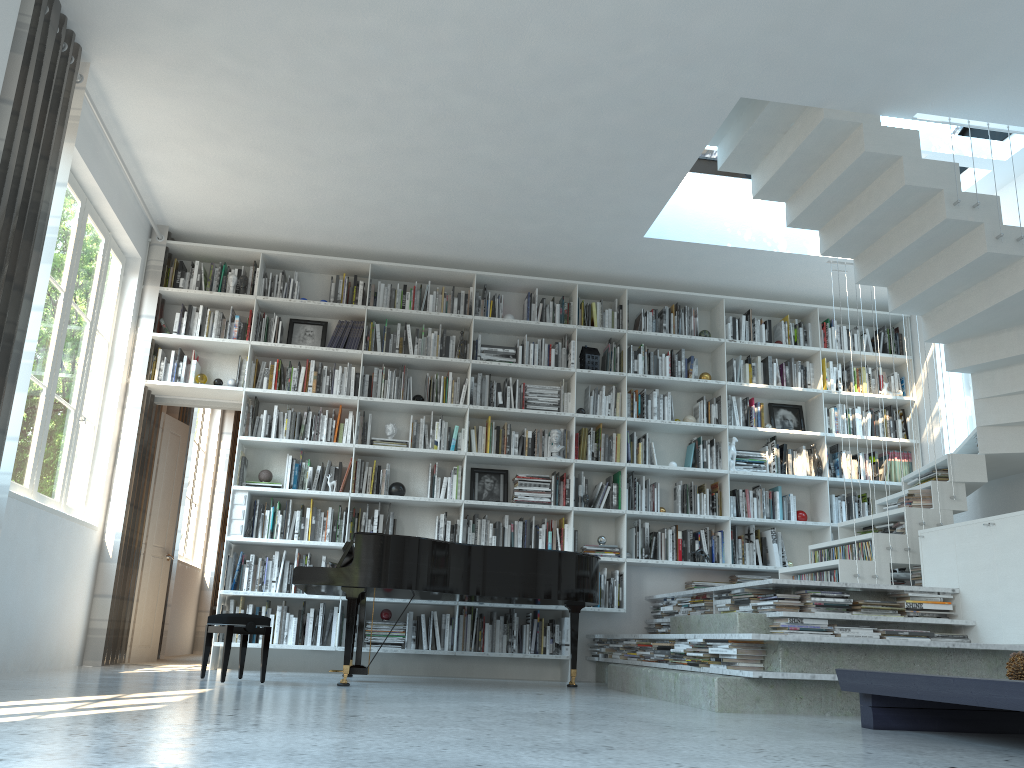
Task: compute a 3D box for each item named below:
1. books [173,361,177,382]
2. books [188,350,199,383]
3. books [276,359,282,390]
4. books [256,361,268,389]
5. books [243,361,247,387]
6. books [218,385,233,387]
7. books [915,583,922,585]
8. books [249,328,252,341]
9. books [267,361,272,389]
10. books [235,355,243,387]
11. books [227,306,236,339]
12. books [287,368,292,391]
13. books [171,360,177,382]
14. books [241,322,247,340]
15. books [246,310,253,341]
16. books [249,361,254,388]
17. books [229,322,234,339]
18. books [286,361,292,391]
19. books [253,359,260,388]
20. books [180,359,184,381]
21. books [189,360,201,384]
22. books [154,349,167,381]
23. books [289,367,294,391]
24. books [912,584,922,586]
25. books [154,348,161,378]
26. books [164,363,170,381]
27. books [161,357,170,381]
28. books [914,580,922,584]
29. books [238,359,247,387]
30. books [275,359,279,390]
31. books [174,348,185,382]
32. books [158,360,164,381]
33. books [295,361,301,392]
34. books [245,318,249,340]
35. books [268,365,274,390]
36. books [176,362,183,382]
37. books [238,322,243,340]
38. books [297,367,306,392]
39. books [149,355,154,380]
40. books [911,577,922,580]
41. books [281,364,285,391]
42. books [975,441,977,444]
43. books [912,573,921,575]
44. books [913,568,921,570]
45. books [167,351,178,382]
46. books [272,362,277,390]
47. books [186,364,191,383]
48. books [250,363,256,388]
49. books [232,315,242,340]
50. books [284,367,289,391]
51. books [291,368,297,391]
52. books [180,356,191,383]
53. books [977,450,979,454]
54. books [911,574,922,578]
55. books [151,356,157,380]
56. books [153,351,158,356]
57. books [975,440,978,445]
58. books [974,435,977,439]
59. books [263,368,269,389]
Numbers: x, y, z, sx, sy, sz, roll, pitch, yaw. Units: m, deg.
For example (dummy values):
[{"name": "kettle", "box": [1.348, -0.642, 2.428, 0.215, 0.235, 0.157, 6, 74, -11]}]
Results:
[{"name": "books", "box": [-2.545, -0.059, 6.748, 0.011, 0.205, 0.163, 5, -16, -8]}, {"name": "books", "box": [-2.435, -0.095, 6.775, 0.013, 0.298, 0.179, 5, -16, -8]}, {"name": "books", "box": [-1.797, -0.035, 6.854, 0.011, 0.276, 0.164, 5, -16, -8]}, {"name": "books", "box": [-1.936, -0.031, 6.852, 0.062, 0.257, 0.153, 5, -16, -8]}, {"name": "books", "box": [-2.025, -0.034, 6.794, 0.021, 0.224, 0.232, 5, -16, -8]}, {"name": "books", "box": [-2.257, 0.037, 6.777, 0.285, 0.012, 0.160, 4, -16, -6]}, {"name": "books", "box": [3.218, 1.542, 6.817, 0.184, 0.013, 0.135, 6, -17, -11]}, {"name": "books", "box": [-2.026, -0.394, 6.945, 0.037, 0.267, 0.113, 5, -16, -8]}, {"name": "books", "box": [-1.873, -0.031, 6.854, 0.010, 0.262, 0.151, 5, -16, -8]}, {"name": "books", "box": [-2.098, -0.061, 6.822, 0.012, 0.284, 0.160, 5, -16, -8]}, {"name": "books", "box": [-2.186, -0.431, 6.902, 0.012, 0.302, 0.189, 5, -16, -8]}, {"name": "books", "box": [-1.716, 0.002, 6.864, 0.014, 0.217, 0.164, 5, -16, -8]}, {"name": "books", "box": [-2.565, -0.059, 6.767, 0.023, 0.213, 0.141, 5, -16, -8]}, {"name": "books", "box": [-2.083, -0.365, 6.910, 0.026, 0.187, 0.154, 5, -16, -8]}, {"name": "books", "box": [-2.048, -0.413, 6.930, 0.014, 0.293, 0.173, 5, -16, -8]}, {"name": "books", "box": [-2.006, -0.035, 6.843, 0.012, 0.253, 0.161, 5, -16, -8]}, {"name": "books", "box": [-2.170, -0.367, 6.904, 0.031, 0.182, 0.151, 5, -16, -8]}, {"name": "books", "box": [-1.730, -0.024, 6.882, 0.012, 0.276, 0.151, 5, -16, -8]}, {"name": "books", "box": [-1.970, -0.041, 6.832, 0.012, 0.262, 0.181, 5, -16, -8]}, {"name": "books", "box": [-2.498, -0.068, 6.761, 0.010, 0.233, 0.165, 5, -16, -8]}, {"name": "books", "box": [-2.414, -0.055, 6.753, 0.029, 0.210, 0.187, 5, -16, -8]}, {"name": "books", "box": [-2.672, -0.107, 6.736, 0.023, 0.281, 0.171, 5, -16, -8]}, {"name": "books", "box": [-1.705, -0.001, 6.873, 0.011, 0.228, 0.171, 5, -16, -8]}, {"name": "books", "box": [3.218, 1.552, 6.813, 0.231, 0.008, 0.136, 4, -16, -5]}, {"name": "books", "box": [-2.692, -0.112, 6.758, 0.013, 0.302, 0.135, 5, -16, -8]}, {"name": "books", "box": [-2.614, -0.049, 6.756, 0.029, 0.184, 0.135, 5, -16, -8]}, {"name": "books", "box": [-2.628, -0.074, 6.734, 0.010, 0.219, 0.182, 5, -16, -8]}, {"name": "books", "box": [3.219, 1.524, 6.825, 0.177, 0.025, 0.131, 4, -16, -5]}, {"name": "books", "box": [-2.074, -0.045, 6.844, 0.044, 0.268, 0.134, 5, -16, -8]}, {"name": "books", "box": [-1.814, -0.035, 6.863, 0.020, 0.280, 0.165, 5, -16, -8]}, {"name": "books", "box": [-2.529, -0.106, 6.745, 0.013, 0.296, 0.188, 5, -16, -8]}, {"name": "books", "box": [-2.649, -0.062, 6.736, 0.029, 0.196, 0.161, 5, -16, -8]}, {"name": "books", "box": [-1.661, -0.019, 6.884, 0.014, 0.272, 0.181, 5, -16, -8]}, {"name": "books", "box": [-2.065, -0.382, 6.932, 0.014, 0.235, 0.144, 5, -16, -8]}, {"name": "books", "box": [-1.853, -0.014, 6.848, 0.030, 0.229, 0.172, 5, -16, -8]}, {"name": "books", "box": [-2.515, -0.051, 6.747, 0.024, 0.192, 0.181, 5, -16, -8]}, {"name": "books", "box": [-2.112, -0.367, 6.921, 0.029, 0.195, 0.146, 5, -16, -8]}, {"name": "books", "box": [-1.632, 0.002, 6.888, 0.047, 0.237, 0.163, 5, -16, -8]}, {"name": "books", "box": [-2.716, -0.085, 6.722, 0.013, 0.227, 0.179, 5, -16, -8]}, {"name": "books", "box": [3.222, 1.501, 6.813, 0.242, 0.013, 0.167, 5, -16, -10]}, {"name": "books", "box": [-1.772, -0.015, 6.871, 0.047, 0.249, 0.134, 5, -16, -8]}, {"name": "books", "box": [3.186, 0.365, 5.771, 0.285, 0.007, 0.160, -3, -17, 17]}, {"name": "books", "box": [3.224, 1.465, 6.822, 0.224, 0.010, 0.162, 6, -17, -12]}, {"name": "books", "box": [3.222, 1.432, 6.850, 0.187, 0.014, 0.134, 5, -16, -10]}, {"name": "books", "box": [-2.584, -0.097, 6.757, 0.022, 0.280, 0.157, 5, -16, -8]}, {"name": "books", "box": [-1.830, -0.024, 6.853, 0.014, 0.252, 0.187, 5, -16, -8]}, {"name": "books", "box": [-2.461, -0.040, 6.777, 0.029, 0.191, 0.135, 5, -16, -8]}, {"name": "books", "box": [-1.988, -0.025, 6.834, 0.022, 0.232, 0.151, 5, -16, -8]}, {"name": "books", "box": [-2.135, -0.393, 6.894, 0.029, 0.228, 0.192, 5, -16, -8]}, {"name": "books", "box": [-1.744, -0.002, 6.877, 0.012, 0.230, 0.150, 5, -16, -8]}, {"name": "books", "box": [-1.683, 0.005, 6.869, 0.031, 0.216, 0.173, 5, -16, -8]}, {"name": "books", "box": [-2.478, -0.075, 6.740, 0.021, 0.236, 0.189, 5, -16, -8]}, {"name": "books", "box": [3.269, 0.441, 5.986, 0.182, 0.016, 0.199, -1, -17, 12]}, {"name": "books", "box": [3.221, 1.485, 6.833, 0.258, 0.022, 0.129, 6, -17, -12]}, {"name": "books", "box": [-2.704, -0.081, 6.724, 0.013, 0.221, 0.163, 5, -16, -8]}, {"name": "books", "box": [-2.726, -0.110, 6.716, 0.011, 0.271, 0.189, 5, -16, -8]}, {"name": "books", "box": [3.186, 0.370, 5.767, 0.290, 0.006, 0.149, -4, -17, 20]}, {"name": "books", "box": [3.188, 0.336, 5.782, 0.300, 0.007, 0.159, -2, -17, 16]}, {"name": "books", "box": [-1.890, -0.004, 6.827, 0.026, 0.194, 0.176, 5, -16, -8]}]
